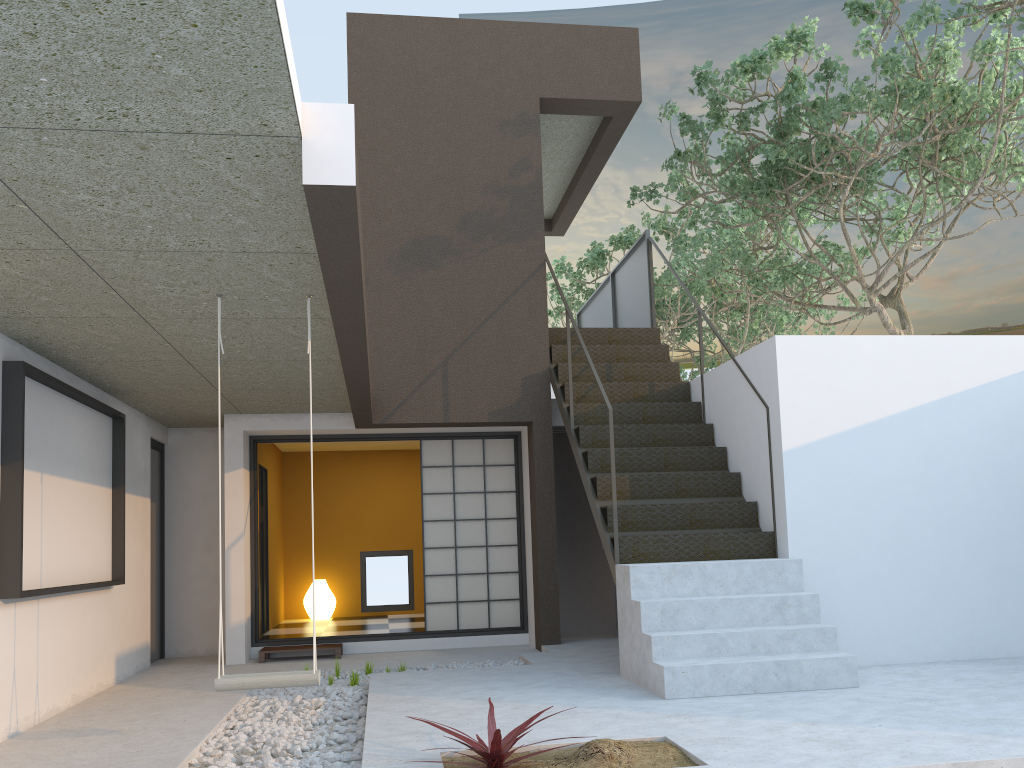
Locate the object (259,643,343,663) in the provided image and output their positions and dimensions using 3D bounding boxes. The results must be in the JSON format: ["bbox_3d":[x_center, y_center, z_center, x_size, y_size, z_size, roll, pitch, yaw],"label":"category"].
[{"bbox_3d":[-1.879,2.404,7.895,0.703,0.100,0.354,0,-10,-9],"label":"object"}]

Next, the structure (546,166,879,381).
[{"bbox_3d":[3.296,-0.715,15.071,5.515,4.661,7.372,2,-10,-28],"label":"structure"}]

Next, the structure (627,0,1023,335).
[{"bbox_3d":[3.680,-1.803,8.484,4.340,3.667,5.800,2,-10,-28],"label":"structure"}]

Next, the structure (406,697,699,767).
[{"bbox_3d":[0.159,1.483,3.635,1.203,0.289,0.755,-1,-10,-9],"label":"structure"}]

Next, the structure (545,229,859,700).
[{"bbox_3d":[0.878,0.403,8.382,1.158,3.908,6.624,-1,-9,-9],"label":"structure"}]

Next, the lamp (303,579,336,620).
[{"bbox_3d":[-2.321,2.614,10.660,0.387,0.496,0.399,0,-8,-20],"label":"lamp"}]

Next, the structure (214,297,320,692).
[{"bbox_3d":[-1.159,0.489,4.170,0.462,1.851,0.130,-1,-5,-9],"label":"structure"}]
